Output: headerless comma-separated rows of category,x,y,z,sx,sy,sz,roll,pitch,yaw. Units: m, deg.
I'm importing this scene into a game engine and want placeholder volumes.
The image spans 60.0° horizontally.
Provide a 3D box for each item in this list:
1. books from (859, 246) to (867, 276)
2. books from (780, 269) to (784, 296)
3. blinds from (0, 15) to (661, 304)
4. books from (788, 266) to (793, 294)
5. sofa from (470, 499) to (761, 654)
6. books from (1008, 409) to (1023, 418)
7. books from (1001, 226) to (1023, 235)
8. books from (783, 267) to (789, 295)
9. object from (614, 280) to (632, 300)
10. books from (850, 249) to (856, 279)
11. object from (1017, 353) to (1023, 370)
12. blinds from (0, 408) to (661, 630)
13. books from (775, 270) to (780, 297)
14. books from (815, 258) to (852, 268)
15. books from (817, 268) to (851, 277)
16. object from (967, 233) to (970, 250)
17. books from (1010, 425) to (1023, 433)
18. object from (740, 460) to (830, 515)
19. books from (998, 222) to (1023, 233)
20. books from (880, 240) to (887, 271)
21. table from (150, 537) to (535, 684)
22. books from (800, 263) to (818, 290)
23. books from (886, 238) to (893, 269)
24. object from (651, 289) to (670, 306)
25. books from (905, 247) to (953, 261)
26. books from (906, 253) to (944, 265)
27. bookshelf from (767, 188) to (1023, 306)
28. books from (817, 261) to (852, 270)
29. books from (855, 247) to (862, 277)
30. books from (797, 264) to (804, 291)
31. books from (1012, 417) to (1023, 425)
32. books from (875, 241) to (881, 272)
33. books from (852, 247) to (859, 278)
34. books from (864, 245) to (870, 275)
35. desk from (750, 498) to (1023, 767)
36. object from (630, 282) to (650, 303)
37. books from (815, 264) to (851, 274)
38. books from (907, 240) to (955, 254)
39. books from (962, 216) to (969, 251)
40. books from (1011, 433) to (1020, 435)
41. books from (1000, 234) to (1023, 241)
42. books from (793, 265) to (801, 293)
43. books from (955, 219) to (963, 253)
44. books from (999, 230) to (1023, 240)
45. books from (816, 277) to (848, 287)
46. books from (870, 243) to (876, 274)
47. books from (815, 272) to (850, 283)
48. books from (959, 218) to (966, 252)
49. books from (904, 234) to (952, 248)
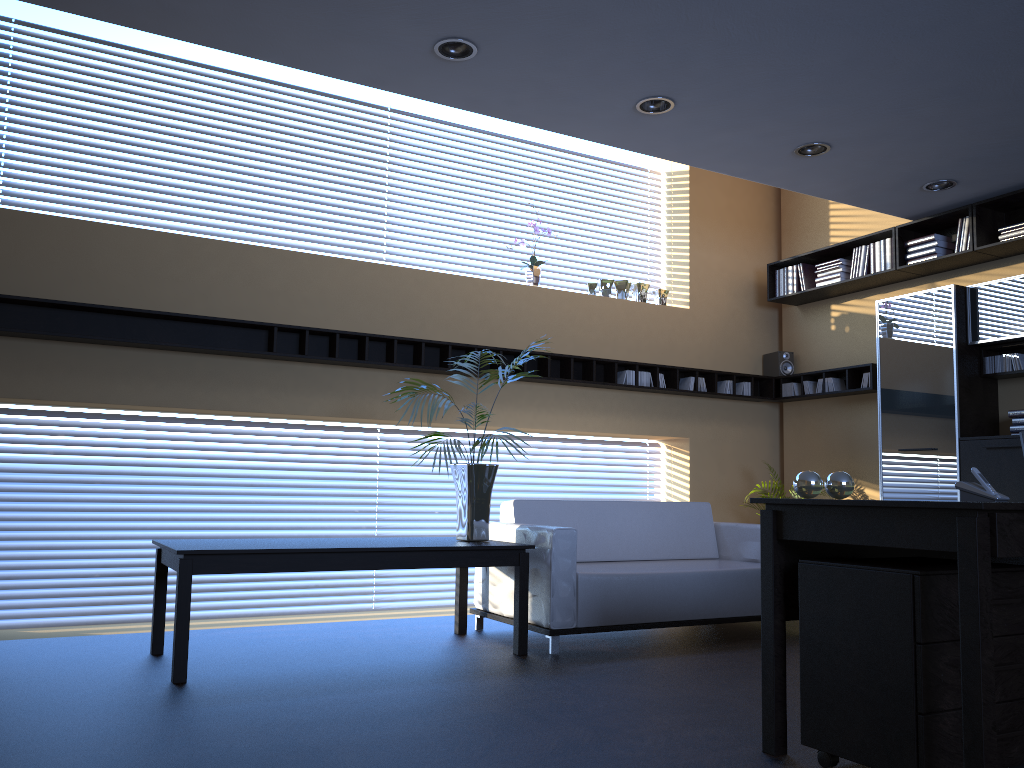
books,2.889,-0.971,7.149,0.207,0.259,0.075,4,-7,-29
books,2.478,-0.885,7.910,0.207,0.258,0.050,4,-7,-29
blinds,-0.992,-1.548,6.910,5.396,1.457,0.039,5,-7,-29
books,2.526,-0.895,7.818,0.207,0.258,0.050,4,-6,-28
sofa,0.874,1.204,5.862,2.058,0.846,1.016,5,-7,-28
books,3.492,0.197,5.907,0.207,0.050,0.259,5,-8,-29
books,3.510,-1.040,6.024,0.207,0.028,0.259,5,-8,-29
books,2.494,-0.891,7.860,0.207,0.258,0.050,5,-7,-29
object,0.945,-0.789,7.589,0.137,0.173,0.145,-1,-7,22
books,2.849,-0.961,7.236,0.207,0.259,0.075,4,-7,-29
object,3.512,-0.147,6.060,0.142,0.118,0.040,5,-7,-29
blinds,-1.039,1.009,6.663,5.396,1.364,0.047,5,-7,-29
books,2.450,-0.880,7.954,0.207,0.258,0.050,4,-6,-29
books,2.729,-1.006,7.474,0.207,0.028,0.259,5,-8,-29
books,2.742,-0.923,7.451,0.207,0.028,0.259,5,-8,-28
object,3.340,-1.061,6.342,0.207,0.259,0.075,4,-7,-29
books,3.496,0.297,5.890,0.207,0.050,0.259,5,-8,-28
object,2.319,1.224,7.338,0.840,1.237,0.691,1,-6,5
books,3.505,-1.066,6.048,0.207,0.028,0.259,5,-8,-29
books,2.984,-0.990,6.973,0.207,0.258,0.050,4,-6,-28
table,-0.922,1.174,4.867,1.896,0.601,0.899,5,-8,-28
books,2.595,-0.910,7.689,0.207,0.259,0.075,4,-7,-29
books,3.009,-0.996,6.928,0.207,0.258,0.050,4,-6,-29
object,1.303,-0.746,7.780,0.124,0.149,0.118,4,-7,-28
books,3.141,-0.969,6.685,0.207,0.050,0.259,5,-8,-29
books,3.149,-0.919,6.673,0.207,0.050,0.259,5,-8,-29
bookshelf,3.673,-1.144,5.776,0.362,0.339,5.134,4,-8,-28
books,2.740,-0.980,7.453,0.207,0.028,0.259,5,-8,-29
books,2.873,-0.968,7.176,0.207,0.259,0.075,4,-7,-28
books,2.584,-0.906,7.719,0.207,0.259,0.075,4,-7,-29
books,3.511,0.247,5.888,0.207,0.050,0.259,5,-8,-28
books,2.965,-0.985,7.023,0.207,0.258,0.050,4,-6,-29
books,2.858,-0.964,7.205,0.207,0.259,0.075,4,-7,-29
books,2.918,-0.973,7.129,0.207,0.259,0.075,4,-7,-29
desk,1.908,0.882,3.240,1.896,0.888,0.915,5,-7,-28
object,1.103,-0.775,7.672,0.144,0.173,0.137,6,-8,-38
books,2.720,-0.952,7.454,0.207,0.028,0.259,5,-8,-28
books,3.156,-1.020,6.684,0.207,0.050,0.259,5,-8,-28
books,3.320,-1.059,6.367,0.207,0.259,0.075,4,-7,-29
books,3.496,0.347,5.873,0.207,0.050,0.259,5,-8,-28
books,3.500,-0.984,6.016,0.207,0.028,0.259,5,-8,-28
books,2.551,-0.900,7.773,0.207,0.258,0.050,4,-7,-29
books,3.298,-1.052,6.427,0.207,0.259,0.075,4,-7,-29
books,3.498,-1.011,6.029,0.207,0.028,0.259,5,-8,-28
books,2.725,-0.833,7.438,0.207,0.050,0.259,5,-8,-28
books,2.941,-0.980,7.068,0.207,0.258,0.050,4,-6,-28
books,2.725,-0.883,7.454,0.207,0.050,0.259,5,-8,-29
books,3.317,-1.055,6.401,0.207,0.259,0.075,4,-7,-29
books,3.143,-1.069,6.706,0.207,0.050,0.259,5,-8,-29
